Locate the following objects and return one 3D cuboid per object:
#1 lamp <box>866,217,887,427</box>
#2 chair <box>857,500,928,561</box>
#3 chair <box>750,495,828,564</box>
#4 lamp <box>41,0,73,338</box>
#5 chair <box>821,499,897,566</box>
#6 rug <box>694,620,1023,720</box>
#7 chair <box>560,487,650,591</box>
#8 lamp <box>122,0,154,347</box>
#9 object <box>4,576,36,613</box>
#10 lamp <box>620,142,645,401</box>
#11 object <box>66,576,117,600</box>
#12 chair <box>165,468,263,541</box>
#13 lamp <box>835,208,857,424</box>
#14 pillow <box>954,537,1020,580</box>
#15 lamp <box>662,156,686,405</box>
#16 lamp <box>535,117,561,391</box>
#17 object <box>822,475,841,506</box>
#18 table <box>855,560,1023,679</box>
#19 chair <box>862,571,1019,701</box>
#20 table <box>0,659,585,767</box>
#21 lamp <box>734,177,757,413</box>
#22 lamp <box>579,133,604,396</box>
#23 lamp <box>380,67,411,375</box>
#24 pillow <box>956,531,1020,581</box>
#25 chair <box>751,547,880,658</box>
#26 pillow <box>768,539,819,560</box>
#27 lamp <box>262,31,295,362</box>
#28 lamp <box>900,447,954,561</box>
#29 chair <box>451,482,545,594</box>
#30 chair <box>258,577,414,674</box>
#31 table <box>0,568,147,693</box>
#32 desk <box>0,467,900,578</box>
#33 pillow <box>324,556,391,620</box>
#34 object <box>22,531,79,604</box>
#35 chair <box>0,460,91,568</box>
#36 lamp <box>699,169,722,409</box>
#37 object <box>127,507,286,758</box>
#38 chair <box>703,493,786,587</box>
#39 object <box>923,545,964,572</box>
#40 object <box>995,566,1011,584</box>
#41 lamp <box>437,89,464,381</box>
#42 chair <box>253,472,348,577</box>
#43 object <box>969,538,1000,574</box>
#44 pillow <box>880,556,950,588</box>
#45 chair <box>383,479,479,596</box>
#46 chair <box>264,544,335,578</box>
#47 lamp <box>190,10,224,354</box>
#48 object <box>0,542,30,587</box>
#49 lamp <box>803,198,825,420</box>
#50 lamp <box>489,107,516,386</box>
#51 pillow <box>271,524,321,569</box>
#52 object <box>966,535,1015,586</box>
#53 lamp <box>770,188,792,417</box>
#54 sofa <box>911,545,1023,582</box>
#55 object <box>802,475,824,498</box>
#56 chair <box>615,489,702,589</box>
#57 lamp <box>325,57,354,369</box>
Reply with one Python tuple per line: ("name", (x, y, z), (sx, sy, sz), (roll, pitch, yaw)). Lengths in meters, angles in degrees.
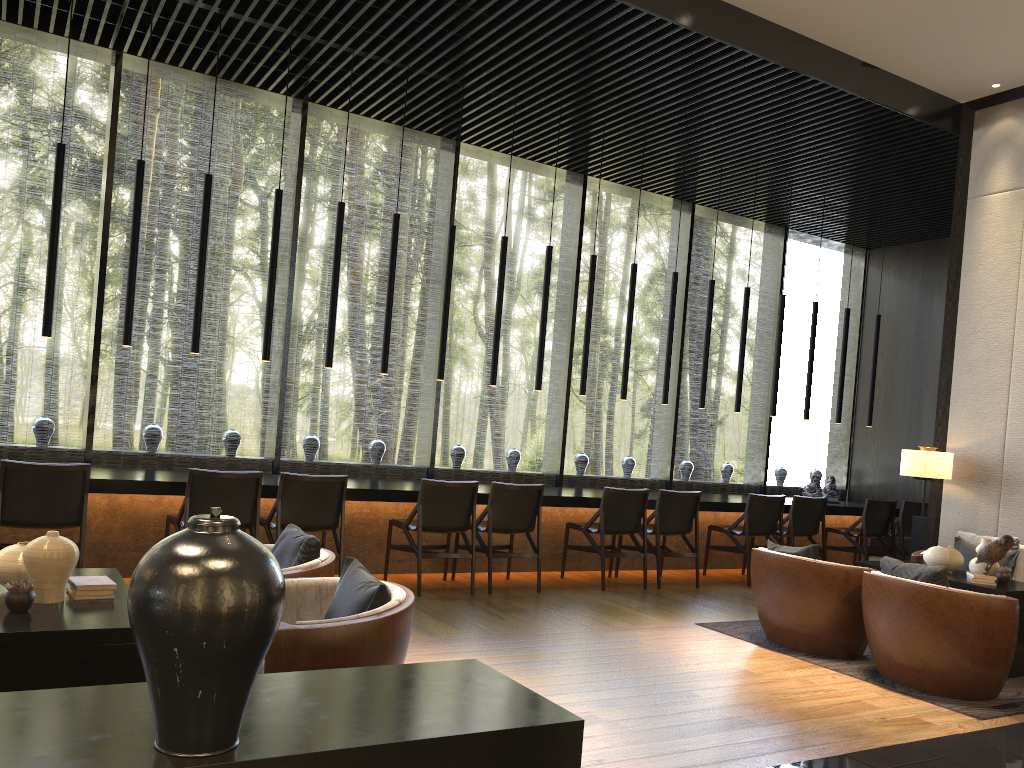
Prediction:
("lamp", (4.115, -0.723, 9.957), (0.060, 2.421, 0.060), (4, 1, -35))
("chair", (4.075, 1.626, 9.345), (0.527, 0.827, 0.562), (5, -1, -30))
("chair", (2.689, 1.471, 8.523), (0.527, 0.827, 0.562), (5, -1, -30))
("lamp", (-2.942, -1.509, 5.771), (0.060, 2.421, 0.060), (4, 1, -35))
("chair", (3.581, 1.571, 9.052), (0.527, 0.827, 0.562), (5, -1, -30))
("rug", (2.724, 1.740, 5.745), (2.246, 0.008, 2.038), (6, -3, -30))
("chair", (0.810, 1.262, 7.409), (0.527, 0.827, 0.562), (5, -1, -30))
("lamp", (-2.526, -1.463, 6.018), (0.060, 2.421, 0.060), (4, 1, -35))
("object", (-1.569, 0.669, 2.823), (0.091, 0.112, 0.091), (4, -1, 22))
("lamp", (1.128, -1.056, 8.185), (0.060, 2.421, 0.060), (4, 1, -35))
("object", (-1.494, 0.722, 3.142), (0.138, 0.051, 0.173), (6, -3, -35))
("chair", (-1.938, 0.956, 5.778), (0.527, 0.827, 0.562), (5, -1, -30))
("lamp", (3.671, -0.773, 9.694), (0.060, 2.421, 0.060), (4, 1, -35))
("pillow", (3.357, 1.296, 6.293), (0.220, 0.361, 0.471), (5, -2, -34))
("lamp", (1.556, -1.008, 8.439), (0.060, 2.421, 0.060), (4, 1, -35))
("lamp", (0.325, -1.145, 7.709), (0.060, 2.421, 0.060), (4, 1, -35))
("object", (3.361, 1.122, 9.359), (0.163, 0.313, 0.209), (5, -1, -5))
("table", (2.829, 1.490, 5.733), (0.576, 0.517, 1.040), (5, -2, -30))
("chair", (2.265, 1.359, 4.852), (0.607, 0.604, 0.802), (5, -2, -30))
("table", (-0.820, 0.998, 1.956), (1.964, 0.513, 0.619), (6, -2, -31))
("lamp", (2.370, -0.918, 8.922), (0.060, 2.421, 0.060), (4, 1, -35))
("lamp", (0.731, -1.100, 7.950), (0.060, 2.421, 0.060), (4, 1, -35))
("lamp", (-0.912, -1.283, 6.975), (0.060, 2.421, 0.060), (4, 1, -25))
("pillow", (3.440, 1.290, 6.459), (0.432, 0.399, 0.201), (4, -1, 38))
("chair", (1.832, 1.362, 5.588), (0.607, 0.604, 0.802), (5, -2, -30))
("pillow", (1.744, 1.138, 5.529), (0.205, 0.338, 0.441), (5, -2, -23))
("lamp", (-1.713, -1.372, 6.501), (0.060, 2.421, 0.060), (4, 1, -25))
("lamp", (3.254, 1.177, 7.047), (0.375, 1.351, 0.375), (5, 0, -1))
("chair", (-0.082, 1.163, 6.880), (0.527, 0.827, 0.562), (5, -1, -30))
("chair", (-0.686, 1.036, 3.200), (0.607, 0.604, 0.802), (5, -2, -30))
("table", (-1.647, 0.992, 3.079), (0.576, 0.517, 1.040), (5, -2, -30))
("desk", (-8.159, 0.317, 2.522), (28.789, 0.760, 1.778), (6, -3, -31))
("pillow", (-0.564, 0.835, 3.256), (0.205, 0.338, 0.441), (5, -2, -23))
("object", (-1.563, 0.616, 2.998), (0.171, 0.236, 0.171), (5, -1, 5))
("chair", (-2.808, 0.859, 5.263), (0.527, 0.827, 0.562), (5, -1, -30))
("lamp", (1.959, -0.963, 8.678), (0.060, 2.421, 0.060), (4, 1, -35))
("object", (-0.636, 0.502, 1.842), (0.312, 0.493, 0.311), (5, -1, -12))
("chair", (2.196, 1.416, 8.230), (0.527, 0.827, 0.562), (5, -1, -30))
("object", (2.849, 1.155, 5.845), (0.245, 0.168, 0.246), (4, -2, 17))
("object", (3.049, 1.180, 5.496), (0.091, 0.112, 0.091), (4, -1, 22))
("lamp", (-0.488, -1.236, 7.227), (0.060, 2.421, 0.060), (4, 1, -35))
("chair", (-1.445, 1.011, 6.071), (0.527, 0.827, 0.562), (5, -1, -30))
("object", (2.994, 1.107, 5.604), (0.174, 0.257, 0.174), (5, -1, -11))
("pillow", (2.181, 1.132, 4.791), (0.222, 0.362, 0.398), (5, -1, -30))
("chair", (-0.575, 1.108, 6.587), (0.527, 0.827, 0.562), (5, -1, -30))
("chair", (-1.120, 1.038, 3.937), (0.607, 0.604, 0.802), (5, -2, -30))
("lamp", (-2.143, -1.420, 6.245), (0.060, 2.421, 0.060), (4, 1, -35))
("object", (-1.714, 0.649, 3.139), (0.246, 0.168, 0.245), (6, -2, -28))
("lamp", (3.235, -0.821, 9.435), (0.060, 2.421, 0.060), (4, 1, -35))
("lamp", (-0.064, -1.189, 7.478), (0.060, 2.421, 0.060), (4, 1, -25))
("pillow", (-1.000, 0.834, 3.994), (0.222, 0.362, 0.398), (5, -1, -30))
("object", (2.938, 1.068, 5.428), (0.229, 0.309, 0.174), (4, 0, 15))
("lamp", (2.806, -0.869, 9.181), (0.060, 2.421, 0.060), (4, 1, -35))
("sofa", (3.508, 1.480, 6.123), (0.604, 0.693, 1.447), (5, -2, -30))
("object", (3.144, 1.099, 9.236), (0.207, 0.310, 0.162), (4, -1, 40))
("chair", (1.304, 1.317, 7.701), (0.527, 0.827, 0.562), (5, -1, -30))
("lamp", (-1.302, -1.326, 6.744), (0.060, 2.421, 0.060), (4, 1, -35))
